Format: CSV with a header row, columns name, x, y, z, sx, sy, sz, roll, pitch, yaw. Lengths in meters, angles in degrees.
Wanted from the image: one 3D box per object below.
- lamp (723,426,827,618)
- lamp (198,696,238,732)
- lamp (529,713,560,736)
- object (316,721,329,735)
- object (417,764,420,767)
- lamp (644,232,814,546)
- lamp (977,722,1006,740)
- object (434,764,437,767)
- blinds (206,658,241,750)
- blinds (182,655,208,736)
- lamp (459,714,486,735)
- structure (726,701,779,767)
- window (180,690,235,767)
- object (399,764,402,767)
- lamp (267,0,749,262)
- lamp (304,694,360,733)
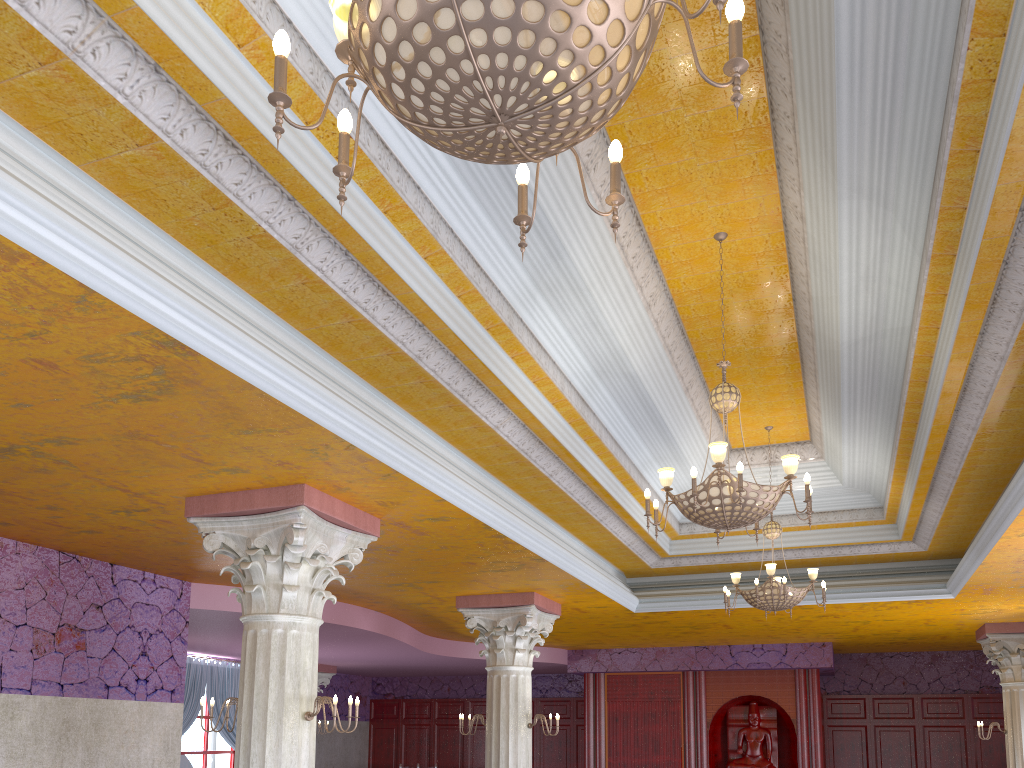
name,x,y,z,sx,sy,sz,roll,pitch,yaw
lamp,2.852,1.475,9.403,0.968,2.073,0.999,5,-12,-23
lamp,-2.183,2.569,6.652,0.381,0.260,0.362,-2,-18,8
lamp,0.394,4.225,10.620,0.381,0.260,0.362,-2,-18,8
object,-2.181,6.609,15.337,0.360,1.124,5.889,8,-22,-39
object,-2.016,8.360,18.436,0.074,0.320,0.077,-2,-9,12
lamp,1.430,-0.034,5.769,0.968,2.073,0.999,5,-12,-23
lamp,4.536,1.615,3.630,2.105,3.413,30.885,-4,-22,20
object,-1.680,8.537,18.859,0.074,0.320,0.077,-2,-9,12
blinds,-5.242,6.926,16.296,0.245,3.173,1.918,-3,-13,19
blinds,-5.920,6.207,14.564,0.246,3.172,2.050,-3,-13,21
lamp,-0.475,4.381,11.016,0.381,0.260,0.362,-2,-18,8
structure,4.512,6.902,16.199,0.970,1.760,0.669,-4,-11,21
window,-6.222,6.259,15.732,0.161,2.413,3.773,-3,-18,20
object,-2.444,8.494,18.770,0.074,0.320,0.077,-2,-9,12
lamp,-0.016,-1.567,2.076,0.968,2.073,0.999,5,-12,-23
lamp,-1.331,2.395,6.213,0.381,0.260,0.362,-2,-18,8
